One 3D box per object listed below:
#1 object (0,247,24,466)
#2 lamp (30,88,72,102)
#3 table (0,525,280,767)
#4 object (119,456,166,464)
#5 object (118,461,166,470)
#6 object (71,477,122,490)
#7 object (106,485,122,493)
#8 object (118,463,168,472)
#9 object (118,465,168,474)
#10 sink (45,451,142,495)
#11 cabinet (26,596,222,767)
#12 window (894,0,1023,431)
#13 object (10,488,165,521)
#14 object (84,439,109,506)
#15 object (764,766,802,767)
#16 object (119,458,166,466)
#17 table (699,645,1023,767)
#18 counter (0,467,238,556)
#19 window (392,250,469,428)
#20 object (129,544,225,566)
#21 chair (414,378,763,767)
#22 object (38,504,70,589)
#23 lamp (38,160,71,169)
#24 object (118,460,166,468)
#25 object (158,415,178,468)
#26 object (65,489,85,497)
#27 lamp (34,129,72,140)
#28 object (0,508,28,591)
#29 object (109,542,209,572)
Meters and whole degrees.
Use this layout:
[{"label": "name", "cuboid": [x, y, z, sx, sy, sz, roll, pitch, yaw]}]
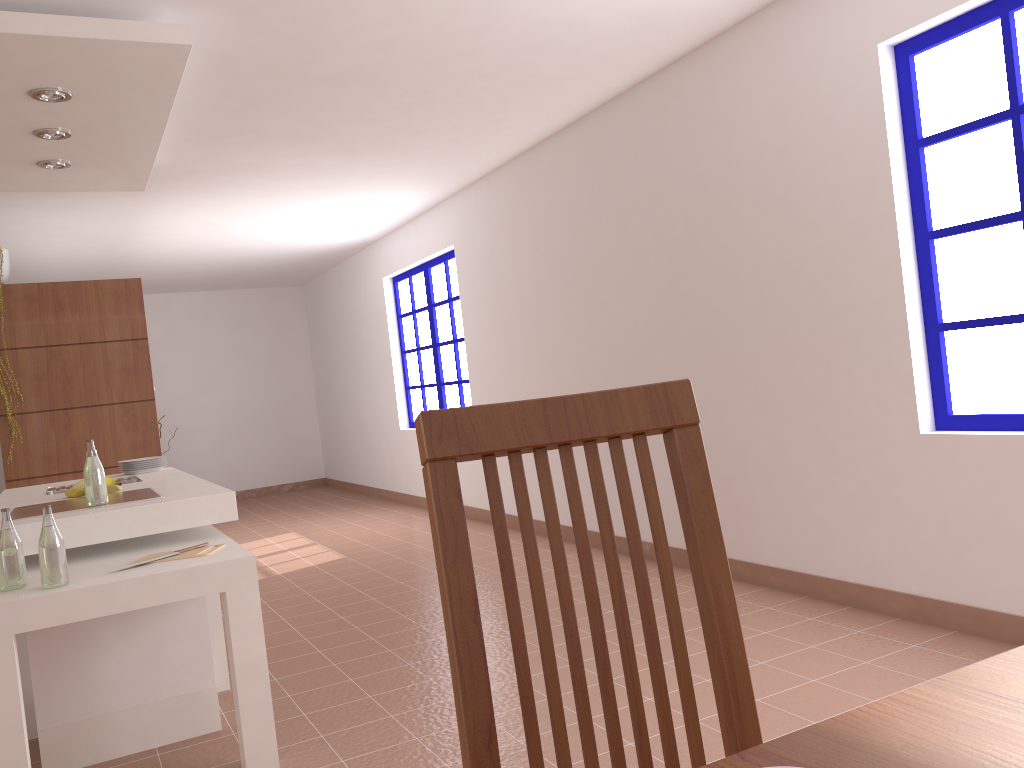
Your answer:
[{"label": "object", "cuboid": [-3.164, -0.165, 5.423, 0.279, 1.344, 0.297, -6, 1, 23]}, {"label": "lamp", "cuboid": [-1.765, -1.124, 3.393, 0.143, 0.059, 0.143, -7, 1, -44]}, {"label": "table", "cuboid": [-1.280, 0.891, 2.925, 0.737, 0.647, 1.003, -7, 1, -27]}, {"label": "object", "cuboid": [-1.991, 0.414, 4.775, 0.228, 0.020, 0.228, -7, 1, -45]}, {"label": "object", "cuboid": [-1.988, 0.444, 4.775, 0.228, 0.020, 0.228, -7, 1, -45]}, {"label": "object", "cuboid": [-1.704, 0.408, 3.649, 0.047, 0.055, 0.207, -6, 1, 40]}, {"label": "object", "cuboid": [-1.673, 0.433, 3.637, 0.207, 0.033, 0.060, -6, 1, 18]}, {"label": "object", "cuboid": [-1.987, 0.454, 4.775, 0.228, 0.020, 0.228, -7, 1, -45]}, {"label": "object", "cuboid": [-1.986, 0.465, 4.775, 0.228, 0.020, 0.228, -7, 1, -45]}, {"label": "sink", "cuboid": [-1.999, 0.476, 4.236, 0.404, 0.368, 0.668, -7, 1, -27]}, {"label": "cabinet", "cuboid": [-1.729, 0.907, 3.816, 0.737, 0.700, 2.048, -7, 1, -27]}, {"label": "window", "cuboid": [1.885, -0.575, 2.529, 0.035, 1.430, 1.699, -7, 1, -27]}, {"label": "object", "cuboid": [-1.570, 0.439, 3.272, 0.493, 0.006, 0.551, -7, 1, -27]}, {"label": "object", "cuboid": [-1.462, 0.309, 3.101, 0.071, 0.230, 0.071, -6, 1, 45]}, {"label": "object", "cuboid": [0.208, 0.318, 0.672, 0.108, 0.008, 0.108, -6, 1, 28]}, {"label": "object", "cuboid": [-1.990, 0.424, 4.775, 0.228, 0.020, 0.228, -7, 1, -45]}, {"label": "table", "cuboid": [0.058, 0.715, 0.183, 1.800, 0.740, 0.900, -7, 1, -27]}, {"label": "counter", "cuboid": [-1.763, 0.860, 3.864, 0.821, 0.800, 2.156, -7, 1, -27]}, {"label": "window", "cuboid": [-0.654, -0.330, 7.625, 0.035, 1.430, 1.699, -7, 1, -27]}, {"label": "object", "cuboid": [-1.051, 0.538, 2.795, 0.266, 0.006, 0.168, -7, 0, -10]}, {"label": "chair", "cuboid": [0.185, 0.533, 0.789, 0.444, 1.063, 0.574, -7, 1, -17]}, {"label": "object", "cuboid": [-1.296, 0.455, 2.495, 0.071, 0.230, 0.071, -6, 1, 45]}, {"label": "lamp", "cuboid": [-2.214, -1.080, 4.291, 0.143, 0.059, 0.143, -6, 0, 1]}, {"label": "object", "cuboid": [-1.989, 0.434, 4.775, 0.228, 0.020, 0.228, -7, 1, -45]}, {"label": "object", "cuboid": [-3.960, 0.901, 9.821, 0.655, 1.112, 0.284, -7, 0, -7]}, {"label": "object", "cuboid": [-1.778, 0.445, 3.614, 0.207, 0.033, 0.060, -6, 1, 43]}, {"label": "lamp", "cuboid": [-1.991, -1.102, 3.845, 0.143, 0.059, 0.143, -6, 0, 1]}, {"label": "object", "cuboid": [-1.435, 0.470, 2.534, 0.071, 0.230, 0.071, -6, 1, 45]}, {"label": "object", "cuboid": [-1.084, 0.535, 2.749, 0.041, 0.008, 0.375, -6, 1, 30]}]
